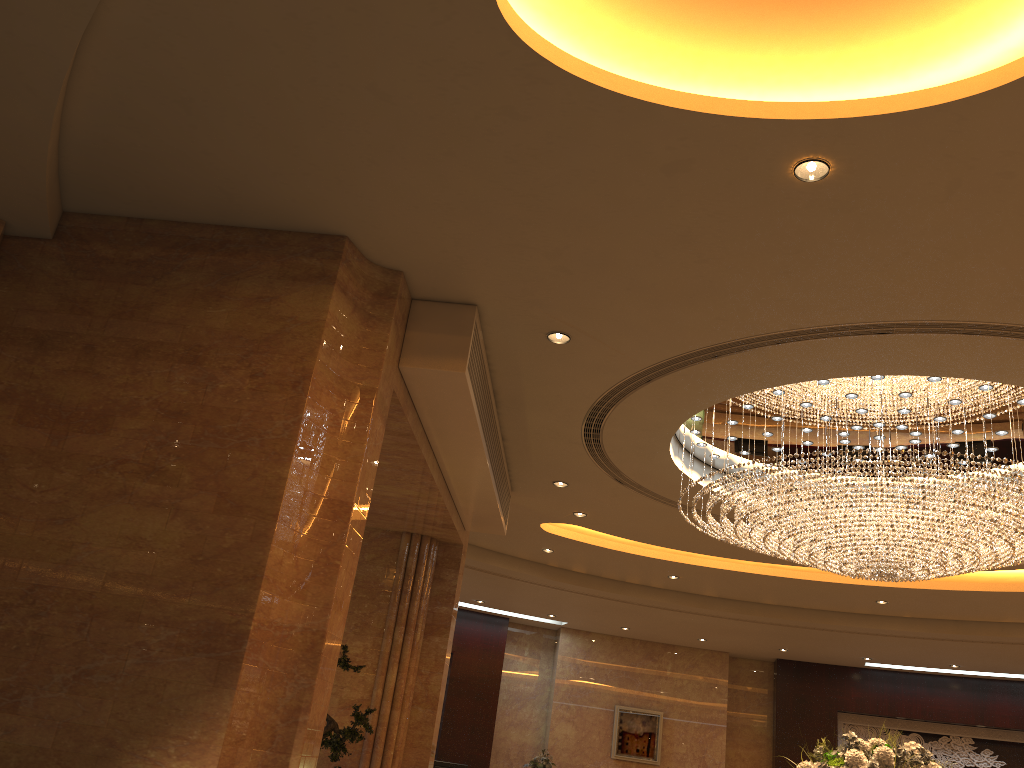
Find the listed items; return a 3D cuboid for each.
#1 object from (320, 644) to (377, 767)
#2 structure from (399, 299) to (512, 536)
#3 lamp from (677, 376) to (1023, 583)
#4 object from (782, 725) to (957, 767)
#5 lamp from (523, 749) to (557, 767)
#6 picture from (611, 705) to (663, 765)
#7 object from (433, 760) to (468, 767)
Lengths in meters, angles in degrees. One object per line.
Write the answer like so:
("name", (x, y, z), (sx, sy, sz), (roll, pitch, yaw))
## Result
("object", (-1.837, 3.284, 7.393), (1.250, 2.363, 0.843), (13, -24, -12))
("structure", (-0.354, 0.517, 7.477), (0.425, 0.483, 4.113), (6, -23, 6))
("lamp", (2.969, 0.955, 7.116), (3.206, 1.196, 3.204), (-12, -30, 39))
("object", (2.595, 3.004, 6.272), (1.277, 0.999, 1.318), (-8, -28, 34))
("lamp", (0.411, 6.065, 13.571), (0.570, 0.923, 0.580), (7, -23, 3))
("picture", (2.251, 6.293, 15.903), (0.875, 0.890, 0.068), (9, -23, -2))
("object", (-1.133, 5.947, 13.362), (0.918, 0.500, 0.397), (13, -23, -10))
